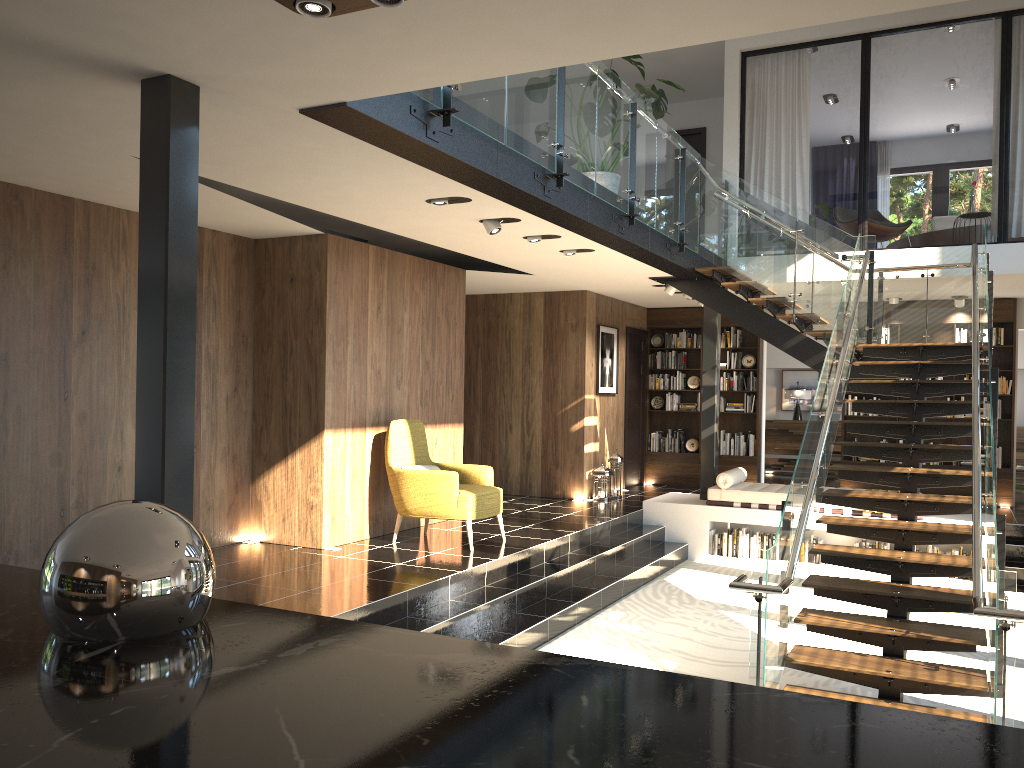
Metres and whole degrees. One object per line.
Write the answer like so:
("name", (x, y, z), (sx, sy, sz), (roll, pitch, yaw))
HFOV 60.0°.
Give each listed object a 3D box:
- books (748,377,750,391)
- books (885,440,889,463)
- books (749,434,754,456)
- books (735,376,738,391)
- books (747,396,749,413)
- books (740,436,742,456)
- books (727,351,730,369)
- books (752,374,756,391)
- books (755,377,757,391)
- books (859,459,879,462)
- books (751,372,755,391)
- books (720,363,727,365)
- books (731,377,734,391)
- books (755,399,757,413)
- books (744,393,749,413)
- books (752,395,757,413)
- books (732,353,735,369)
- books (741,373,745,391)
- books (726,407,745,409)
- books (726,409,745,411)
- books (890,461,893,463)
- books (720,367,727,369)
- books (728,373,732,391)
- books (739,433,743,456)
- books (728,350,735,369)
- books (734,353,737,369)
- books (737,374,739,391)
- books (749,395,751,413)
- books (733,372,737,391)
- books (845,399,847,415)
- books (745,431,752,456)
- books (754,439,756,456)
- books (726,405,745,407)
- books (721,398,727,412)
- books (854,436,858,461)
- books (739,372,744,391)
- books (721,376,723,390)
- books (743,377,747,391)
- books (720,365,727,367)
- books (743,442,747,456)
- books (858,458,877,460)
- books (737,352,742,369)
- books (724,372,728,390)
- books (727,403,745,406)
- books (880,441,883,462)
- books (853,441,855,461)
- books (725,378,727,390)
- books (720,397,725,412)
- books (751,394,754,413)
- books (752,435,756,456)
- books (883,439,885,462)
("books", (3.473, -0.004, 12.931), (0.020, 0.209, 0.147), (1, 0, 27))
("books", (5.139, 0.921, 12.148), (0.036, 0.302, 0.186), (1, 0, 27))
("books", (3.502, 0.891, 12.945), (0.035, 0.314, 0.168), (1, 0, 27))
("books", (3.301, -0.011, 13.019), (0.027, 0.219, 0.139), (1, 0, 27))
("books", (3.465, 0.294, 12.962), (0.014, 0.247, 0.192), (1, 0, 27))
("books", (3.378, 0.900, 12.998), (0.018, 0.292, 0.191), (1, 0, 27))
("books", (3.219, -0.353, 13.125), (0.023, 0.264, 0.219), (1, 0, 27))
("books", (3.530, -0.021, 12.924), (0.018, 0.246, 0.144), (1, 0, 27))
("books", (3.559, 0.004, 12.883), (0.026, 0.196, 0.170), (1, 0, 27))
("books", (4.940, 1.057, 12.269), (0.247, 0.026, 0.148), (1, -1, 26))
("books", (3.505, -0.038, 12.912), (0.016, 0.278, 0.202), (1, 0, 27))
("books", (3.085, -0.296, 13.218), (0.264, 0.021, 0.189), (1, -1, 25))
("books", (3.253, 0.000, 13.032), (0.032, 0.195, 0.183), (1, 0, 27))
("books", (3.578, 0.317, 12.927), (0.021, 0.204, 0.169), (1, 0, 27))
("books", (3.436, 0.278, 12.988), (0.014, 0.279, 0.202), (1, 0, 27))
("books", (3.534, 0.292, 12.916), (0.047, 0.253, 0.210), (1, 0, 27))
("books", (3.278, -0.338, 13.078), (0.025, 0.235, 0.232), (1, 0, 27))
("books", (3.380, -0.032, 12.980), (0.016, 0.262, 0.155), (1, 0, 27))
("books", (3.301, 0.352, 13.071), (0.263, 0.030, 0.159), (1, -1, 24))
("books", (3.296, 0.381, 13.064), (0.271, 0.028, 0.174), (1, -1, 22))
("books", (5.211, 0.945, 12.117), (0.075, 0.254, 0.181), (1, 0, 27))
("books", (3.086, -0.239, 13.223), (0.239, 0.033, 0.176), (1, -1, 24))
("books", (3.210, -0.029, 13.062), (0.021, 0.253, 0.167), (1, 0, 27))
("books", (3.362, 0.880, 13.006), (0.016, 0.332, 0.195), (1, 0, 27))
("books", (3.244, -0.364, 13.094), (0.049, 0.286, 0.259), (1, 0, 27))
("books", (3.318, -0.339, 13.078), (0.047, 0.238, 0.225), (1, 0, 27))
("books", (3.337, -0.020, 13.027), (0.030, 0.239, 0.146), (1, 0, 27))
("books", (3.507, 0.290, 12.988), (0.038, 0.257, 0.138), (1, 0, 27))
("books", (3.286, -0.042, 13.039), (0.020, 0.281, 0.153), (1, 0, 27))
("books", (4.671, 0.321, 12.394), (0.025, 0.227, 0.156), (1, 0, 27))
("books", (3.456, 0.870, 12.963), (0.065, 0.354, 0.164), (1, 0, 27))
("books", (3.557, 0.926, 12.921), (0.029, 0.247, 0.139), (1, 0, 27))
("books", (3.304, 0.328, 13.077), (0.266, 0.019, 0.157), (1, -1, 28))
("books", (3.142, 0.311, 13.128), (0.036, 0.206, 0.215), (1, 0, 27))
("books", (4.775, 0.897, 12.301), (0.028, 0.340, 0.203), (1, 0, 27))
("books", (3.360, -0.039, 12.998), (0.037, 0.277, 0.179), (1, 0, 27))
("books", (3.125, -0.009, 13.145), (0.033, 0.211, 0.132), (1, 0, 27))
("books", (3.426, 0.002, 12.986), (0.060, 0.196, 0.119), (1, 0, 27))
("books", (3.081, -0.271, 13.211), (0.266, 0.030, 0.209), (1, -1, 27))
("books", (3.423, 0.950, 13.009), (0.032, 0.195, 0.134), (1, 0, 27))
("books", (4.933, 1.032, 12.254), (0.258, 0.024, 0.167), (1, -1, 28))
("books", (3.348, -0.345, 13.046), (0.035, 0.251, 0.196), (1, 0, 27))
("books", (3.160, -0.039, 13.098), (0.019, 0.272, 0.175), (1, 0, 27))
("books", (3.308, 0.303, 13.084), (0.239, 0.031, 0.146), (1, -1, 27))
("books", (5.075, 0.929, 12.165), (0.030, 0.284, 0.177), (1, 0, 27))
("books", (4.771, 0.932, 12.353), (0.025, 0.270, 0.156), (1, 0, 27))
("books", (3.182, 0.007, 13.093), (0.028, 0.180, 0.130), (1, 0, 27))
("books", (3.126, 0.302, 13.168), (0.028, 0.224, 0.161), (1, 0, 27))
("books", (3.509, 0.285, 12.934), (0.013, 0.267, 0.177), (1, 0, 27))
("books", (3.527, 0.895, 12.924), (0.029, 0.306, 0.149), (1, 0, 27))
("books", (5.111, 0.916, 12.167), (0.031, 0.310, 0.169), (1, 0, 27))
